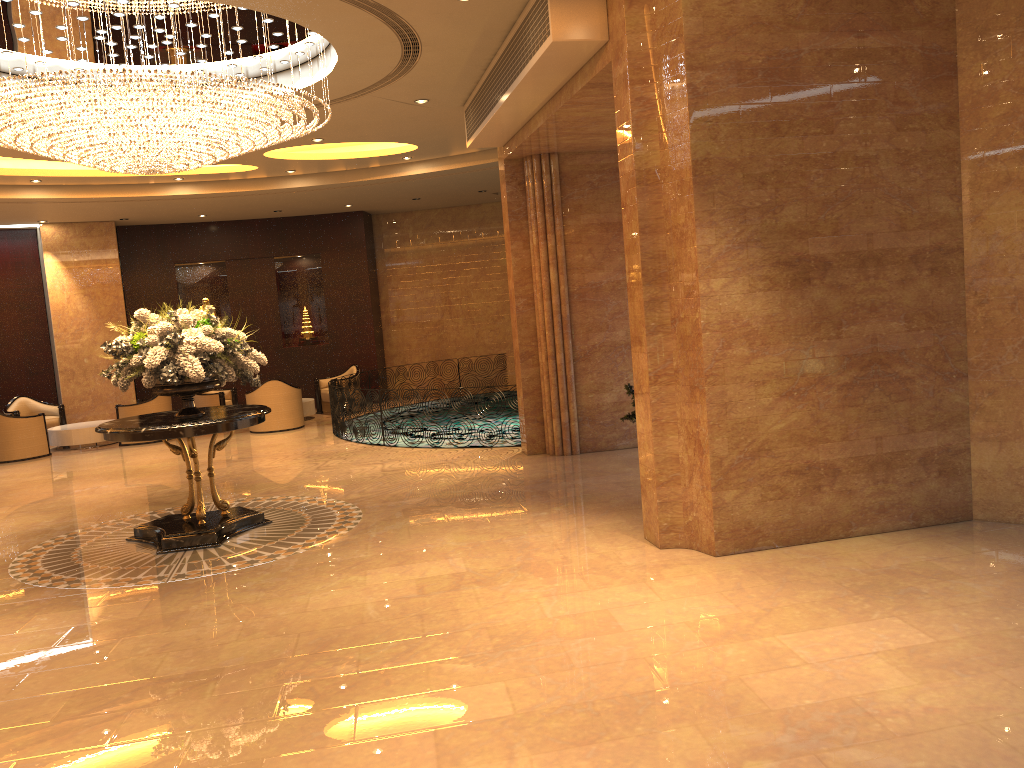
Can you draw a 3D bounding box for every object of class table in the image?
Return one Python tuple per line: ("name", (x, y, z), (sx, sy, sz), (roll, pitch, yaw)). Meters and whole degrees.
("table", (-2.890, 0.823, 8.018), (1.493, 1.089, 1.493), (-6, 5, -18))
("table", (-4.313, 0.520, 16.688), (1.196, 0.354, 1.196), (-3, 5, 16))
("table", (-7.395, 0.884, 15.444), (1.196, 0.354, 1.196), (-3, 5, 15))

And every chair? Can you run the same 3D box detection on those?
("chair", (-3.343, 0.105, 17.285), (0.769, 0.916, 0.951), (-8, 6, -36))
("chair", (-4.102, 0.343, 15.349), (0.951, 0.916, 0.769), (-6, 5, -16))
("chair", (-8.570, 0.659, 15.867), (0.769, 0.916, 0.951), (0, 7, 39))
("chair", (-6.252, 0.526, 15.257), (0.769, 0.916, 0.951), (-4, 5, 4))
("chair", (-8.082, 0.766, 14.268), (0.951, 0.916, 0.769), (-2, 6, 24))
("chair", (-5.502, 0.373, 16.269), (0.769, 0.916, 0.951), (-5, 5, -1))

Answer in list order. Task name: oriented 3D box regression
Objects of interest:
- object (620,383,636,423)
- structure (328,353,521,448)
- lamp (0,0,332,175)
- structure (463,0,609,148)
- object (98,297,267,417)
("object", (1.631, -0.173, 7.911), (1.250, 2.363, 0.843), (-8, 6, -30))
("structure", (-1.146, 0.242, 15.433), (3.815, 0.995, 7.624), (-4, 5, 7))
("lamp", (-3.210, -2.436, 7.707), (3.206, 1.196, 3.204), (-2, 6, 26))
("structure", (0.069, -2.859, 8.367), (0.425, 0.483, 4.113), (-6, 5, -11))
("object", (-2.949, -0.211, 7.898), (1.277, 0.999, 1.318), (-3, 6, 19))
